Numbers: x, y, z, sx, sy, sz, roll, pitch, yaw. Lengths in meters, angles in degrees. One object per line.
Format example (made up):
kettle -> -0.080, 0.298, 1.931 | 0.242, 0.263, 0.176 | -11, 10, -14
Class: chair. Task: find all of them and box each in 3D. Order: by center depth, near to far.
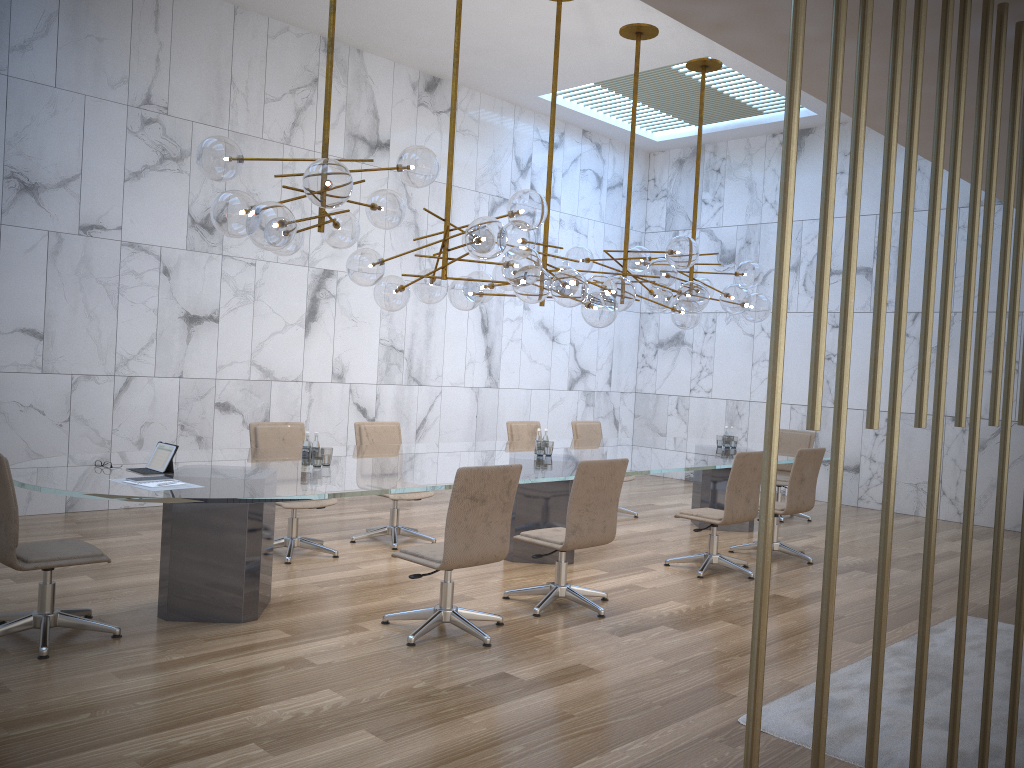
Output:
chair -> -2.437, 0.823, 4.601 | 0.697, 1.000, 0.726 | 2, 2, -45
chair -> -0.338, 0.933, 5.116 | 0.697, 1.000, 0.726 | 4, 2, 45
chair -> 0.365, 0.960, 5.826 | 0.697, 1.000, 0.726 | 4, 2, 45
chair -> -1.709, 0.820, 6.906 | 0.697, 1.000, 0.726 | 4, 2, 44
chair -> 1.667, 1.009, 7.140 | 0.697, 1.000, 0.726 | 4, 2, 45
chair -> -1.014, 0.846, 7.608 | 0.697, 1.000, 0.726 | 4, 2, 44
chair -> 2.366, 1.035, 7.846 | 0.697, 1.000, 0.726 | 4, 2, 45
chair -> 0.285, 0.895, 8.919 | 0.697, 1.000, 0.726 | 4, 2, 44
chair -> 0.988, 0.921, 9.629 | 0.697, 1.000, 0.726 | 4, 2, 44
chair -> 3.087, 1.031, 10.168 | 0.697, 1.000, 0.726 | 2, 2, -45

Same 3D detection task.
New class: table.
table -> 0.230, 1.001, 7.288 | 2.092, 0.835, 7.924 | 4, 2, 45

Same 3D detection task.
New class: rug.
rug -> 2.535, 1.593, 4.635 | 1.320, 0.034, 3.025 | 4, 2, 44

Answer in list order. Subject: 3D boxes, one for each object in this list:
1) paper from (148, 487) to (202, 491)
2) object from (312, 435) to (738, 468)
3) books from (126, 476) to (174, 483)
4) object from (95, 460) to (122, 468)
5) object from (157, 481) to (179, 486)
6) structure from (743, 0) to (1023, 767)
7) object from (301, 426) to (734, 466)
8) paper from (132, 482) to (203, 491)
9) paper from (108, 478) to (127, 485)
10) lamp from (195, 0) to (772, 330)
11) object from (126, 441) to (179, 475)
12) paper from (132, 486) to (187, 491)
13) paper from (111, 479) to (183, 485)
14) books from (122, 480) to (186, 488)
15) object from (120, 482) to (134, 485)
paper -> -1.754, 0.523, 4.522 | 0.210, 0.001, 0.290 | 4, 1, 39
object -> 0.498, 0.536, 7.474 | 0.183, 0.117, 5.112 | 4, 2, 45
books -> -1.905, 0.501, 4.667 | 0.126, 0.012, 0.205 | 4, 1, 42
object -> -2.324, 0.460, 5.111 | 0.134, 0.037, 0.096 | 4, 1, 23
object -> -1.766, 0.510, 4.561 | 0.011, 0.011, 0.158 | 4, 1, 20
structure -> 2.929, 0.412, 3.960 | 0.023, 2.456, 7.223 | 4, 2, 45
object -> 0.476, 0.485, 7.517 | 0.124, 0.213, 5.189 | 4, 2, 45
paper -> -1.754, 0.522, 4.522 | 0.210, 0.001, 0.290 | 4, 1, 38
paper -> -1.939, 0.509, 4.681 | 0.210, 0.001, 0.290 | 4, 2, 42
lamp -> 0.305, -1.810, 7.150 | 1.557, 2.716, 5.672 | 4, 2, 45
object -> -2.043, 0.417, 5.021 | 0.255, 0.159, 0.205 | 4, 2, 45
paper -> -1.754, 0.522, 4.522 | 0.210, 0.001, 0.290 | 4, 1, 37
paper -> -1.926, 0.509, 4.678 | 0.210, 0.001, 0.290 | 4, 2, 43
books -> -1.852, 0.510, 4.593 | 0.239, 0.012, 0.205 | 4, 1, 32
object -> -1.926, 0.509, 4.678 | 0.210, 0.001, 0.290 | 4, 2, 43
